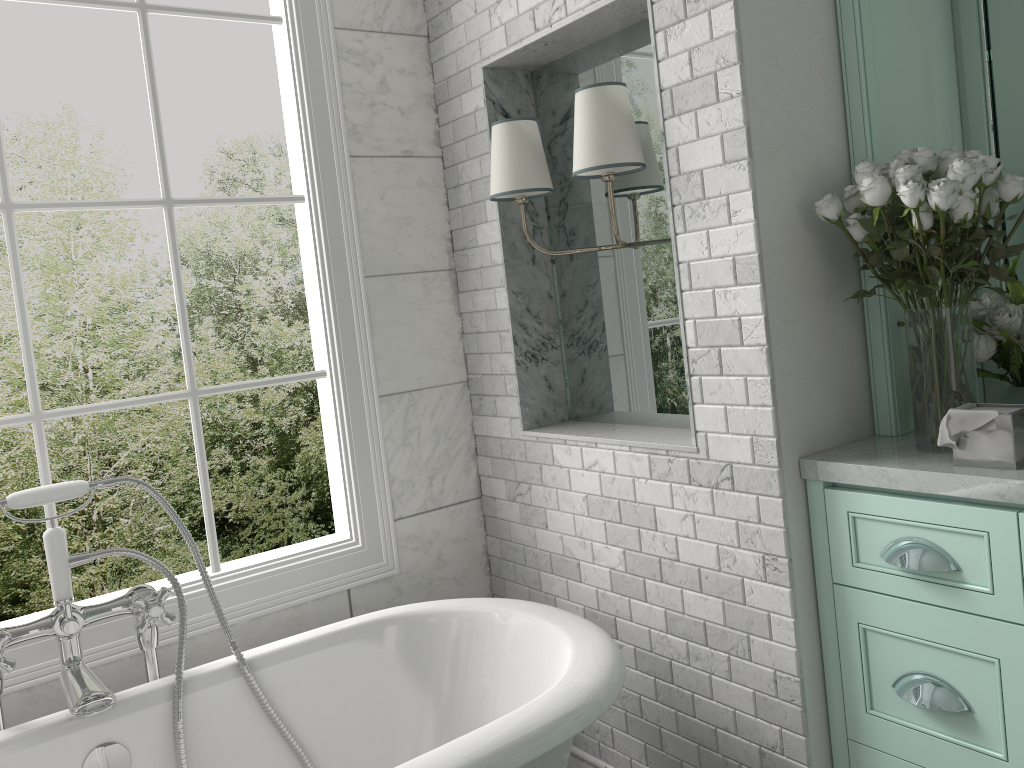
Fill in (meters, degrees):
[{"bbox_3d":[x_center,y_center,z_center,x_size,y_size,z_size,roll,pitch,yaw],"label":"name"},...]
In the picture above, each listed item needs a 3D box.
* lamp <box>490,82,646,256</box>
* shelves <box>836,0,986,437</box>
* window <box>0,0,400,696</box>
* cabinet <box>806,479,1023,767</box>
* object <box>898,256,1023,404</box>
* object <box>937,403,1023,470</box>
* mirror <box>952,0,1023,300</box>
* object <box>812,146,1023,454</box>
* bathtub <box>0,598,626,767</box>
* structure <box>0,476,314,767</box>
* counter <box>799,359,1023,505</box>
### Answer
[{"bbox_3d":[0.183,-0.547,2.371,0.309,0.382,0.547,-9,5,-35],"label":"lamp"},{"bbox_3d":[1.754,-0.943,1.057,0.466,2.118,2.808,-9,5,-35],"label":"shelves"},{"bbox_3d":[-1.246,-0.434,2.184,1.837,2.318,0.118,-9,4,-35],"label":"window"},{"bbox_3d":[1.831,0.709,1.074,0.865,1.095,2.796,-9,6,-35],"label":"cabinet"},{"bbox_3d":[1.165,-0.093,1.996,0.395,0.401,0.452,-9,5,-34],"label":"object"},{"bbox_3d":[0.925,0.098,1.730,0.147,0.112,0.136,-10,6,-40],"label":"object"},{"bbox_3d":[1.541,-1.021,1.684,0.015,1.929,1.435,-9,4,-35],"label":"mirror"},{"bbox_3d":[0.903,-0.179,1.893,0.392,0.652,0.356,-8,4,-24],"label":"object"},{"bbox_3d":[-0.671,1.105,1.697,2.172,0.756,0.941,-10,6,-35],"label":"bathtub"},{"bbox_3d":[-0.828,0.854,2.035,0.781,1.283,0.340,-8,4,-25],"label":"structure"},{"bbox_3d":[1.776,0.078,1.052,0.826,0.181,2.806,-10,7,-35],"label":"counter"}]
